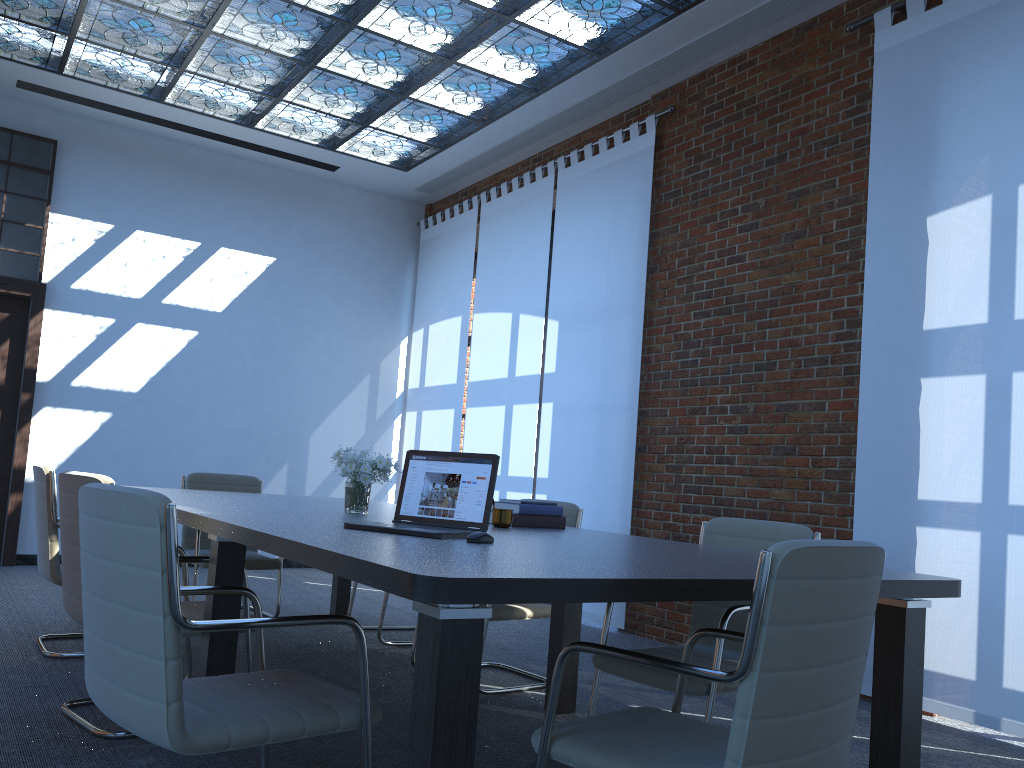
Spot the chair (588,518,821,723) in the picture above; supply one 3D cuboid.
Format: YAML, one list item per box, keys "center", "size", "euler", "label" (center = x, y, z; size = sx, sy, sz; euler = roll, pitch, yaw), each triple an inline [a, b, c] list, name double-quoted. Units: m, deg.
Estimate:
- center: [0.712, 0.962, 3.314]
  size: [0.708, 0.920, 0.560]
  euler: [8, -6, -38]
  label: "chair"

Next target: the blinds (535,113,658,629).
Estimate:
- center: [0.597, -0.097, 6.898]
  size: [0.040, 3.745, 1.220]
  euler: [7, -5, -33]
  label: "blinds"

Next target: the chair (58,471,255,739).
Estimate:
- center: [-1.391, 0.824, 3.455]
  size: [0.708, 0.920, 0.560]
  euler: [9, -7, -44]
  label: "chair"

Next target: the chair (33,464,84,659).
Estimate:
- center: [-2.137, 0.900, 4.603]
  size: [0.708, 0.920, 0.560]
  euler: [7, -6, -33]
  label: "chair"

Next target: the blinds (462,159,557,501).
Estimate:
- center: [-0.094, -0.026, 7.959]
  size: [0.040, 3.745, 1.220]
  euler: [7, -5, -33]
  label: "blinds"

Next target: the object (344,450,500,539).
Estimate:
- center: [-0.298, 0.357, 2.957]
  size: [0.390, 0.282, 0.324]
  euler: [1, -6, 30]
  label: "object"

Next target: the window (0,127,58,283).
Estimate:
- center: [-4.597, -1.573, 7.382]
  size: [1.332, 1.288, 0.059]
  euler: [8, -5, -33]
  label: "window"

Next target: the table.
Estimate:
- center: [-0.657, 0.995, 3.979]
  size: [1.814, 0.807, 4.509]
  euler: [8, -7, -32]
  label: "table"

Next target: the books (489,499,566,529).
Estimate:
- center: [0.058, 0.588, 4.032]
  size: [0.295, 0.114, 0.255]
  euler: [8, -7, -34]
  label: "books"

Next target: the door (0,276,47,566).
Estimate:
- center: [-4.758, 0.256, 7.296]
  size: [1.403, 2.427, 0.200]
  euler: [7, -5, -33]
  label: "door"

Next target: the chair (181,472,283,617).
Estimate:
- center: [-1.861, 1.063, 5.856]
  size: [0.561, 0.920, 0.707]
  euler: [7, -6, -33]
  label: "chair"

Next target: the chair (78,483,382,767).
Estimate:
- center: [-0.737, 0.738, 2.276]
  size: [0.708, 0.920, 0.560]
  euler: [9, -7, -44]
  label: "chair"

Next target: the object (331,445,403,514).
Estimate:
- center: [-0.691, 0.440, 4.072]
  size: [0.329, 0.308, 0.337]
  euler: [6, -6, -22]
  label: "object"

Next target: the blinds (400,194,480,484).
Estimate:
- center: [-0.790, 0.045, 9.030]
  size: [0.040, 3.745, 1.220]
  euler: [7, -5, -33]
  label: "blinds"

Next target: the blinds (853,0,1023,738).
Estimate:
- center: [2.276, -0.268, 4.315]
  size: [0.040, 3.745, 1.316]
  euler: [7, -5, -33]
  label: "blinds"

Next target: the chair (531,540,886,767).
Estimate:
- center: [0.456, 0.809, 2.134]
  size: [0.562, 0.920, 0.706]
  euler: [9, -7, -44]
  label: "chair"

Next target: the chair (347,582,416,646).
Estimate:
- center: [-0.618, 1.118, 5.541]
  size: [0.708, 0.920, 0.561]
  euler: [7, -6, -29]
  label: "chair"

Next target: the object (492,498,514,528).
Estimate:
- center: [-0.039, 0.532, 3.723]
  size: [0.091, 0.142, 0.092]
  euler: [1, -6, 35]
  label: "object"

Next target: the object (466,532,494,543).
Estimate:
- center: [-0.098, 0.466, 2.691]
  size: [0.059, 0.034, 0.101]
  euler: [0, -8, 37]
  label: "object"

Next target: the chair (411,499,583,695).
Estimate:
- center: [-0.079, 1.042, 4.529]
  size: [0.708, 0.920, 0.560]
  euler: [8, -6, -39]
  label: "chair"

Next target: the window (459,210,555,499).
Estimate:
- center: [1.953, -0.015, 5.797]
  size: [0.160, 3.596, 9.633]
  euler: [7, -7, -33]
  label: "window"
